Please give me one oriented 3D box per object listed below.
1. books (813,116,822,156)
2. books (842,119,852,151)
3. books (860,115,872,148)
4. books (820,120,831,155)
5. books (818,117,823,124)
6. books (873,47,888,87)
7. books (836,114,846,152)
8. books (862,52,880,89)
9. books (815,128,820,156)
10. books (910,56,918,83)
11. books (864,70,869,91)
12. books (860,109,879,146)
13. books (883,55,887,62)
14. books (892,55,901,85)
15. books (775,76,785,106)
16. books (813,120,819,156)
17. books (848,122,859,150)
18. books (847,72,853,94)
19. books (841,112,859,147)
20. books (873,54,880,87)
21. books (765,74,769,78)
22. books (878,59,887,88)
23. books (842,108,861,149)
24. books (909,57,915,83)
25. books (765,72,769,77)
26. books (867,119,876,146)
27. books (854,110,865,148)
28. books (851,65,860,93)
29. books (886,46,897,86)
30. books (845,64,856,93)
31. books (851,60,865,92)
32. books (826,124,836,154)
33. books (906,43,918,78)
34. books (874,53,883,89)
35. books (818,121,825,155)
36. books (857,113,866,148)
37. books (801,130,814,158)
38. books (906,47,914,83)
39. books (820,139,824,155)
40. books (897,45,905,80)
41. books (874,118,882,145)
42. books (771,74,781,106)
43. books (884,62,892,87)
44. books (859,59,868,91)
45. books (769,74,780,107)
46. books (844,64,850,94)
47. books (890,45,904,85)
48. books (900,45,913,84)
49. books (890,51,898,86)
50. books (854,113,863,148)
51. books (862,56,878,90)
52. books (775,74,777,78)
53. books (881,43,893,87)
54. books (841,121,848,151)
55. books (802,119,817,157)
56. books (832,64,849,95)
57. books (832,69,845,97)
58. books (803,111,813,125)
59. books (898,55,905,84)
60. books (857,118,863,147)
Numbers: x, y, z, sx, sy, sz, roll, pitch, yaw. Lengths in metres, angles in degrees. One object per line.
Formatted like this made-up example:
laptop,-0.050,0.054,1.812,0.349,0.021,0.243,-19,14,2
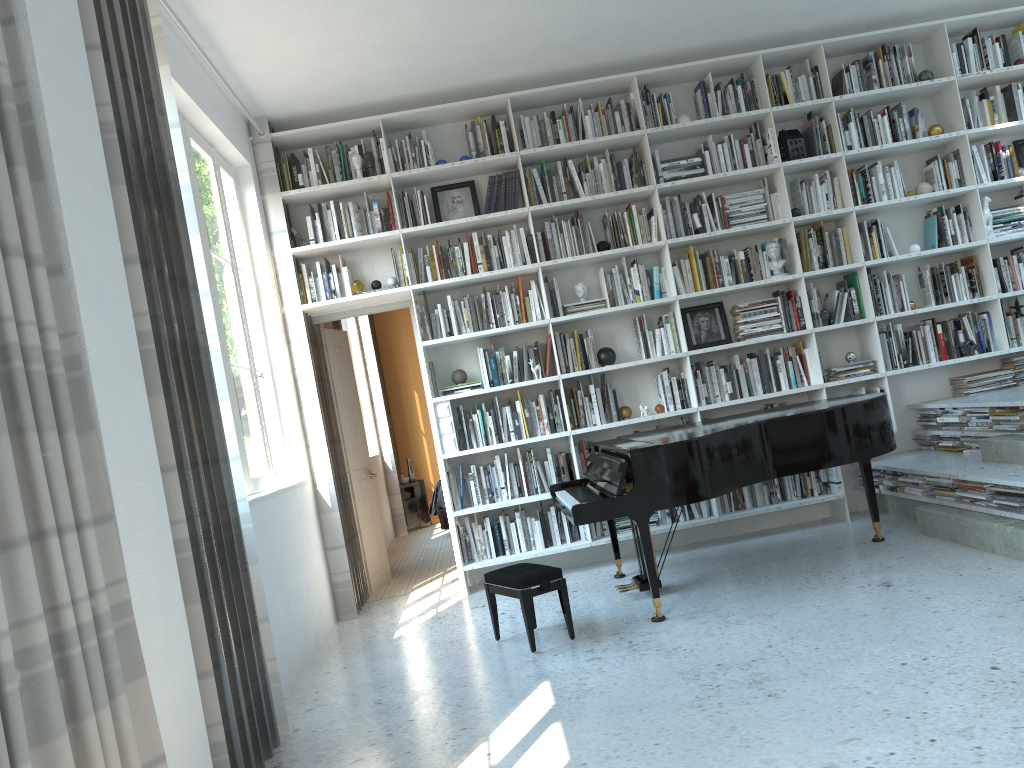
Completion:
books,2.047,-1.640,5.995,0.021,0.288,0.179,-10,-1,-3
books,2.252,-1.653,6.022,0.026,0.243,0.148,-10,-1,-3
books,2.382,-1.676,6.017,0.027,0.241,0.160,-10,-1,-3
books,2.094,-1.629,5.991,0.013,0.248,0.186,-10,-1,-3
books,2.113,-1.653,6.027,0.005,0.292,0.130,-10,-1,-3
books,2.496,-2.106,6.038,0.006,0.312,0.179,-10,-1,-3
books,2.208,-1.666,6.012,0.012,0.285,0.159,-10,-1,-3
books,2.436,-2.085,6.042,0.024,0.292,0.167,-10,-1,-3
books,2.042,-1.602,6.015,0.024,0.217,0.169,-10,-1,-3
books,2.702,-2.092,6.040,0.014,0.209,0.188,-10,-1,-3
books,2.390,-2.024,6.056,0.031,0.190,0.132,-10,-1,-3
books,2.437,-1.708,6.039,0.013,0.284,0.154,-10,-1,-3
books,2.526,-2.081,6.038,0.008,0.251,0.170,-10,-1,-3
books,2.589,-2.093,6.046,0.024,0.252,0.149,-10,-1,-3
books,1.792,-1.937,5.994,0.015,0.233,0.171,-10,-1,-3
books,2.025,-1.627,6.000,0.022,0.272,0.181,-10,-1,-3
books,2.282,-1.641,6.004,0.026,0.208,0.181,-10,-1,-3
books,2.271,-1.999,6.031,0.009,0.183,0.160,-10,-1,-3
books,2.293,-1.681,6.022,0.011,0.283,0.173,-10,-1,-3
books,2.455,-2.089,6.055,0.017,0.295,0.139,-10,-1,-3
books,1.732,-1.939,6.000,0.006,0.259,0.166,-10,-1,-3
books,2.492,-2.064,6.031,0.018,0.231,0.160,-10,-1,-3
books,2.303,-1.695,6.017,0.014,0.307,0.152,-10,-1,-3
books,2.686,-2.091,6.049,0.018,0.214,0.157,-10,-1,-3
books,1.736,-1.949,6.012,0.007,0.279,0.150,-10,-1,-3
books,2.423,-1.674,6.041,0.028,0.223,0.142,-10,-1,-3
books,2.340,-1.696,6.033,0.021,0.296,0.138,-10,-1,-3
books,2.308,-2.028,6.034,0.028,0.226,0.163,-10,-1,-3
books,2.541,-2.108,6.022,0.015,0.299,0.183,-10,-1,-3
books,2.278,-2.024,6.020,0.013,0.229,0.174,-10,-1,-3
books,2.334,-2.047,6.035,0.030,0.255,0.161,-10,-1,-3
books,2.128,-1.617,5.992,0.008,0.213,0.223,-10,-1,-3
books,2.704,-2.141,6.043,0.006,0.306,0.163,-10,-1,-3
books,2.474,-2.088,6.050,0.007,0.285,0.159,-10,-1,-3
books,2.071,-1.627,6.004,0.005,0.255,0.158,-10,-1,-3
books,2.358,-1.689,6.040,0.012,0.276,0.133,-10,-1,-3
books,2.006,-1.594,6.017,0.019,0.213,0.156,-10,-1,-3
books,2.668,-2.121,6.035,0.008,0.278,0.180,-10,-1,-3
books,2.066,-1.604,6.014,0.013,0.210,0.140,-10,-1,-3
books,2.636,-2.136,6.069,0.008,0.321,0.133,-10,-1,-3
books,2.462,-1.678,6.037,0.025,0.216,0.144,-10,-1,-3
books,1.778,-1.949,6.012,0.008,0.262,0.142,-10,-1,-3
books,2.518,-2.054,6.022,0.018,0.201,0.188,-10,-1,-3
books,2.359,-2.052,6.038,0.021,0.256,0.169,-10,-1,-3
books,1.758,-1.944,6.003,0.034,0.261,0.157,-10,-1,-3
books,2.244,-2.025,6.032,0.011,0.244,0.172,-10,-1,-3
books,2.600,-2.123,6.039,0.008,0.307,0.182,-10,-1,-3
books,2.656,-2.128,6.041,0.013,0.297,0.188,-10,-1,-3
books,2.571,-2.101,6.046,0.008,0.275,0.163,-10,-1,-3
books,2.319,-1.678,6.017,0.010,0.268,0.166,-10,-1,-3
books,2.414,-2.064,6.017,0.028,0.258,0.185,-10,-1,-3
books,1.799,-1.953,6.031,0.007,0.264,0.133,-10,-1,-3
books,2.526,-2.121,6.038,0.007,0.329,0.183,-10,-1,-3
books,2.234,-1.648,6.027,0.012,0.239,0.138,-10,-1,-3
books,2.009,-1.625,5.986,0.021,0.272,0.190,-10,-1,-3
books,2.235,-2.024,6.022,0.009,0.244,0.173,-10,-1,-3
books,2.212,-2.000,6.014,0.046,0.206,0.183,-10,-1,-3
books,2.026,-1.661,6.016,0.025,0.339,0.143,-10,-1,-3
books,2.626,-2.123,6.051,0.019,0.299,0.137,-10,-1,-3
books,2.332,-1.664,6.026,0.012,0.235,0.165,-10,-1,-3
